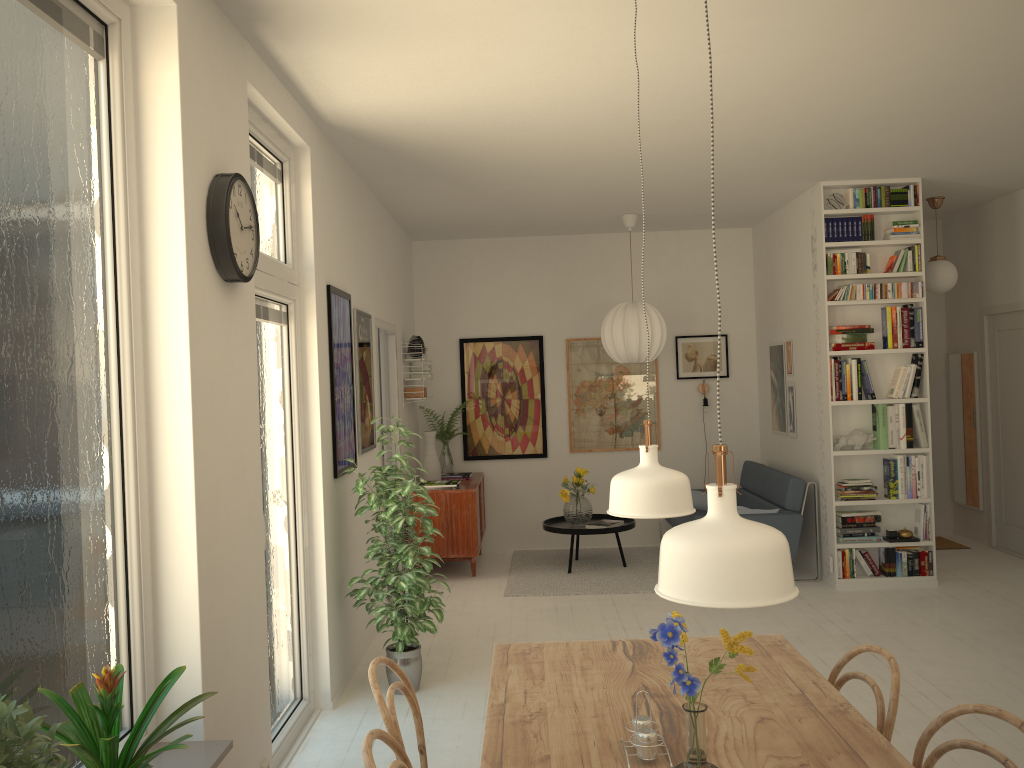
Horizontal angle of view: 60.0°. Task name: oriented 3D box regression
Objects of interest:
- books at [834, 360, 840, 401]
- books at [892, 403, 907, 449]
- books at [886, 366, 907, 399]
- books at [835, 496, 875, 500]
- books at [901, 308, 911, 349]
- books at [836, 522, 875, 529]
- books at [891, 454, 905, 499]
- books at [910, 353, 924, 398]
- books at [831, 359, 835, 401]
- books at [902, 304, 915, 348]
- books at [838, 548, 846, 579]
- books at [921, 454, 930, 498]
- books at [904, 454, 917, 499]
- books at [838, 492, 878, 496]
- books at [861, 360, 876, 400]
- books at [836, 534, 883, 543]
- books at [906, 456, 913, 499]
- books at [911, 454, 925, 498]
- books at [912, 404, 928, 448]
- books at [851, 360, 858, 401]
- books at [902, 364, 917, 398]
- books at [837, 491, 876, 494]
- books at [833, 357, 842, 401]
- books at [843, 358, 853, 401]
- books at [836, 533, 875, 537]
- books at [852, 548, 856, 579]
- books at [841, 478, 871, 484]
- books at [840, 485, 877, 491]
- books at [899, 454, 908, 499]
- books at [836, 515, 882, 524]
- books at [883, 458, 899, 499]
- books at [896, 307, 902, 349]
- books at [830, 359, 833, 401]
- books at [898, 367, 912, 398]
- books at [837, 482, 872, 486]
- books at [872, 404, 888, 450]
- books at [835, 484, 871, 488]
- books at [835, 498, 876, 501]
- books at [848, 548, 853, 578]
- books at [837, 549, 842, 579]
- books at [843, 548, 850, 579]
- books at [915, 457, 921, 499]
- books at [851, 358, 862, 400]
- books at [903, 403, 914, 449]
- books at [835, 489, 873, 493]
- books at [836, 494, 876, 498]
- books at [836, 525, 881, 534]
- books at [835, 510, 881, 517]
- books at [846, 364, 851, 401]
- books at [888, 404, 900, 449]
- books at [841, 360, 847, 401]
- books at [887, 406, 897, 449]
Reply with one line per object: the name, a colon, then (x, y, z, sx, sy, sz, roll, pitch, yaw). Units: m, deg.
books: (2.317, -0.023, 6.410, 0.032, 0.291, 0.203, -2, 0, 1)
books: (2.778, 0.300, 6.410, 0.037, 0.324, 0.240, -2, 0, 1)
books: (2.766, -0.012, 6.381, 0.115, 0.232, 0.133, -2, 0, 1)
books: (2.458, 0.812, 6.387, 0.246, 0.014, 0.173, -2, 0, 0)
books: (2.808, -0.398, 6.404, 0.059, 0.291, 0.182, -2, 0, 1)
books: (2.472, 1.010, 6.402, 0.247, 0.039, 0.143, -2, 0, -2)
books: (2.768, 0.662, 6.417, 0.037, 0.312, 0.241, -2, 0, 1)
books: (2.896, -0.059, 6.401, 0.092, 0.319, 0.179, -2, 0, 1)
books: (2.292, -0.027, 6.417, 0.015, 0.301, 0.207, -2, 0, 1)
books: (2.854, -0.413, 6.403, 0.039, 0.317, 0.161, -2, 0, 1)
books: (2.365, 1.284, 6.401, 0.026, 0.206, 0.187, -2, 0, 1)
books: (2.951, 0.660, 6.414, 0.039, 0.303, 0.229, -2, 0, 1)
books: (2.861, 0.662, 6.409, 0.025, 0.305, 0.213, -2, 0, 1)
books: (2.494, 0.787, 6.421, 0.255, 0.014, 0.197, -2, 0, 11)
books: (2.541, -0.030, 6.405, 0.093, 0.288, 0.200, -2, 0, 1)
books: (2.497, 1.112, 6.417, 0.297, 0.038, 0.204, -2, 0, 6)
books: (2.831, 0.668, 6.378, 0.035, 0.304, 0.150, -2, 0, 1)
books: (2.915, 0.660, 6.384, 0.037, 0.308, 0.161, -2, 0, 1)
books: (2.904, 0.299, 6.410, 0.099, 0.316, 0.229, -2, 0, 1)
books: (2.443, -0.028, 6.402, 0.032, 0.291, 0.189, -2, 0, 1)
books: (2.846, -0.019, 6.409, 0.092, 0.244, 0.196, -2, 0, 1)
books: (2.473, 0.776, 6.402, 0.250, 0.008, 0.135, -2, 0, -3)
books: (2.342, -0.037, 6.409, 0.021, 0.317, 0.179, -2, 0, 1)
books: (2.417, -0.031, 6.417, 0.020, 0.304, 0.193, -2, 0, 1)
books: (2.472, 1.078, 6.418, 0.241, 0.024, 0.168, -2, 0, -4)
books: (2.437, 1.276, 6.395, 0.010, 0.215, 0.193, -2, 0, 1)
books: (2.473, 0.697, 6.387, 0.166, 0.019, 0.127, -2, 0, -6)
books: (2.493, 0.747, 6.405, 0.235, 0.025, 0.163, -2, 0, 7)
books: (2.800, 0.662, 6.419, 0.027, 0.311, 0.228, -2, 0, 1)
books: (2.488, 0.967, 6.404, 0.285, 0.047, 0.185, -2, 0, 1)
books: (2.721, 0.678, 6.406, 0.057, 0.284, 0.200, -2, 0, 1)
books: (2.764, -0.401, 6.411, 0.029, 0.301, 0.185, -2, 0, 1)
books: (2.274, -0.027, 6.423, 0.021, 0.301, 0.222, -2, 0, 1)
books: (2.802, -0.011, 6.387, 0.105, 0.225, 0.138, -2, 0, 1)
books: (2.463, 0.716, 6.407, 0.212, 0.017, 0.165, -2, 0, -2)
books: (2.640, 0.305, 6.404, 0.056, 0.328, 0.228, -2, 0, 1)
books: (2.450, 0.730, 6.399, 0.221, 0.010, 0.169, -2, 0, 4)
books: (2.464, 0.824, 6.390, 0.247, 0.009, 0.170, -2, 0, 4)
books: (2.422, 1.276, 6.410, 0.021, 0.215, 0.174, -2, 0, 1)
books: (2.332, 1.290, 6.405, 0.039, 0.199, 0.185, -2, 0, 1)
books: (2.389, 1.281, 6.396, 0.020, 0.211, 0.185, -2, 0, 1)
books: (2.885, 0.668, 6.395, 0.022, 0.291, 0.208, -2, 0, 1)
books: (2.476, -0.036, 6.394, 0.033, 0.306, 0.150, -2, 0, 1)
books: (2.826, 0.296, 6.405, 0.056, 0.327, 0.202, -2, 0, 1)
books: (2.456, 0.767, 6.385, 0.238, 0.012, 0.120, -2, 0, -4)
books: (2.469, 0.800, 6.395, 0.248, 0.009, 0.171, -2, 0, 4)
books: (2.478, 1.046, 6.402, 0.297, 0.039, 0.165, -2, 0, -4)
books: (2.491, 0.929, 6.419, 0.297, 0.024, 0.162, -2, 0, -8)
books: (2.396, -0.010, 6.400, 0.024, 0.260, 0.199, -2, 0, 1)
books: (2.746, 0.303, 6.425, 0.023, 0.321, 0.235, -2, 0, 1)
books: (2.368, -0.024, 6.407, 0.030, 0.289, 0.200, -2, 0, 1)
books: (2.702, 0.313, 6.407, 0.065, 0.311, 0.199, -2, 0, 1)
